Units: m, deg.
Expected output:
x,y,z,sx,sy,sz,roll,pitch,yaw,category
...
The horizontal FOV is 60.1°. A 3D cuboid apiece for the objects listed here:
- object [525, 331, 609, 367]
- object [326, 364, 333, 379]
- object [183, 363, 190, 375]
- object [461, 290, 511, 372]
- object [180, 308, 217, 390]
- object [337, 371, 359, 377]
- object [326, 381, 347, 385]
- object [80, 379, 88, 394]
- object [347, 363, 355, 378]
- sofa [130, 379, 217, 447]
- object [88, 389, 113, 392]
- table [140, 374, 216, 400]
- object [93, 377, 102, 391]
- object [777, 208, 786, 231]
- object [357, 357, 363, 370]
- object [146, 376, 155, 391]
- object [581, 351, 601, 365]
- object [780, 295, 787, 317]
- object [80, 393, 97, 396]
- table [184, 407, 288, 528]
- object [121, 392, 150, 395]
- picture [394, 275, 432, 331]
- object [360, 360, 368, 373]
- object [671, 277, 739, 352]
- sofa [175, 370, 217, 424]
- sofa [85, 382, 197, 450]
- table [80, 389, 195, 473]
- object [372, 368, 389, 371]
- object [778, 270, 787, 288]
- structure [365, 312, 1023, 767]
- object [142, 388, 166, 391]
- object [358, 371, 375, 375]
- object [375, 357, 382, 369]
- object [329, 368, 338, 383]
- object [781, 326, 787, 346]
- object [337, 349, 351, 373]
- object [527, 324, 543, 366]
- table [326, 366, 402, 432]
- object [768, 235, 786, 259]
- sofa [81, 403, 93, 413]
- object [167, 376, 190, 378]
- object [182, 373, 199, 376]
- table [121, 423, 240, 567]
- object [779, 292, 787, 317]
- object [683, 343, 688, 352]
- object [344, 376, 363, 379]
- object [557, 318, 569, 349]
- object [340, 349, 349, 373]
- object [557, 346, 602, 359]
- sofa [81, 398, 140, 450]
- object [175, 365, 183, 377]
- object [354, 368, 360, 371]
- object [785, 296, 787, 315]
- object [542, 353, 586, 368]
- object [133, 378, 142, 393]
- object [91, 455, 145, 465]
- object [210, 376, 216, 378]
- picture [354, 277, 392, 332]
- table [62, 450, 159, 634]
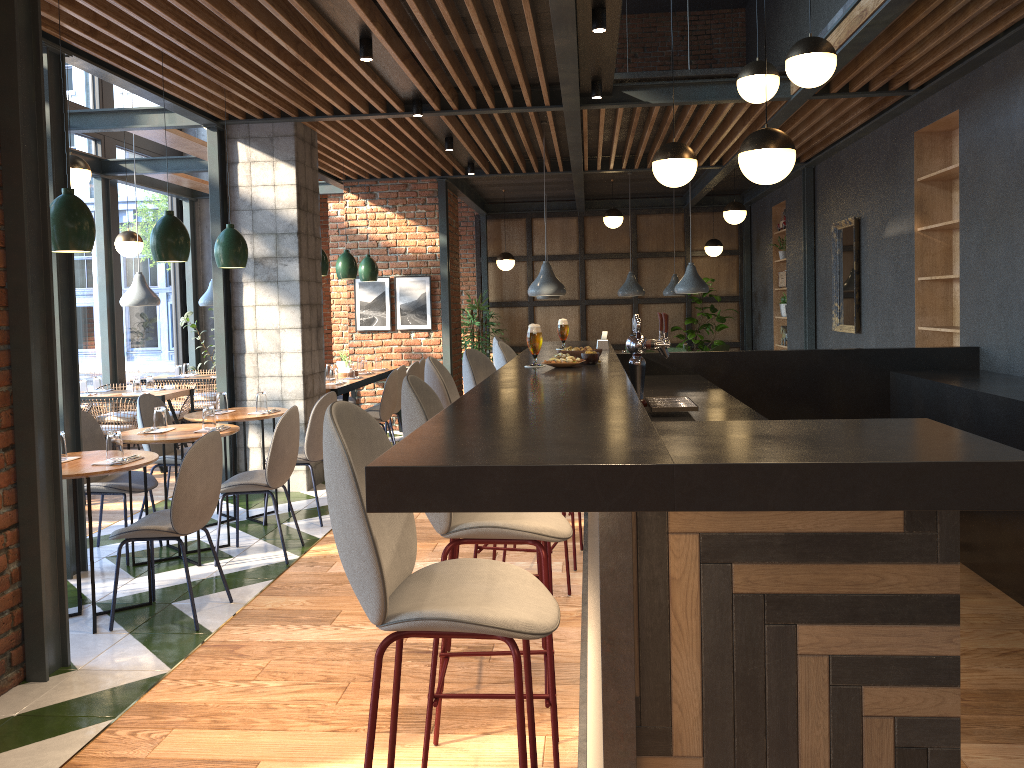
x,y,z,sx,sy,sz,roll,pitch,yaw,category
0.315,-0.195,4.511,0.322,0.106,1.514,-1,5,8,object
-1.787,-0.124,8.670,0.080,0.138,0.080,0,3,28,object
-3.853,-0.175,10.485,0.080,0.138,0.080,-3,3,-22,object
-0.515,-0.630,13.762,0.979,1.719,0.915,-3,3,-30,object
-3.687,-0.222,11.299,0.859,1.494,0.900,0,3,24,object
-1.684,-0.101,8.978,0.251,0.046,0.254,-3,5,-21,object
-1.611,-0.010,8.092,0.157,0.019,0.243,-1,5,5,object
-4.003,0.027,8.267,0.080,0.138,0.080,-3,3,-20,object
-1.581,-0.131,8.695,0.080,0.138,0.080,-3,4,-32,object
-3.648,0.301,9.761,1.091,0.731,0.472,-1,3,5,sofa
-3.993,0.063,8.605,0.242,0.019,0.158,-1,5,5,object
-3.599,0.263,10.322,1.271,0.704,0.660,-1,4,5,table
-4.017,0.000,8.580,0.080,0.138,0.080,-1,3,8,object
3.662,-2.181,11.755,0.204,0.284,0.518,-1,4,5,object
-1.680,-0.230,9.827,0.080,0.138,0.080,0,3,27,object
-3.485,-0.009,8.533,0.080,0.138,0.080,-3,3,-20,object
0.346,-0.116,3.882,0.078,0.060,0.108,0,5,13,object
3.721,-1.065,12.033,0.173,0.294,0.190,-3,3,-21,object
-4.012,0.095,8.248,0.242,0.019,0.158,-1,5,7,object
-1.894,0.572,6.157,0.699,0.745,0.701,0,4,15,table
-3.493,0.087,8.200,0.242,0.019,0.158,-1,5,4,object
-1.149,-0.941,10.304,0.430,0.630,0.015,-1,2,5,picture
-1.548,-0.182,9.262,0.080,0.138,0.080,-3,3,-22,object
2.922,-0.727,13.483,1.057,1.791,0.723,-1,3,15,object
-3.550,0.198,10.885,1.091,0.731,0.472,-1,3,5,sofa
-3.717,0.373,8.968,1.091,0.731,0.472,-1,3,5,sofa
-3.766,0.438,8.409,1.271,0.704,0.660,-1,4,5,table
-1.457,-0.165,9.787,0.157,0.019,0.243,-1,5,5,object
3.704,-1.403,11.832,0.199,0.241,0.341,-1,4,0,object
1.417,0.378,3.770,2.916,1.393,4.935,-1,5,5,structure
-3.460,0.054,8.556,0.242,0.019,0.158,-1,5,7,object
-1.525,-0.115,9.242,0.157,0.019,0.243,-1,5,5,object
-1.480,-0.233,9.807,0.080,0.138,0.080,-3,3,-22,object
-1.634,-0.078,8.112,0.080,0.138,0.080,0,3,28,object
3.690,-0.649,11.868,0.150,0.257,0.523,-1,5,5,object
-1.712,-0.221,9.022,0.146,0.276,0.146,-2,3,-14,object
0.098,-0.170,3.825,0.070,0.182,0.070,0,3,25,object
-1.692,0.302,9.018,0.658,0.764,2.781,-1,5,5,table
3.643,-1.832,11.850,0.174,0.328,0.538,-2,4,-16,object
-3.883,0.547,7.070,1.091,0.731,0.472,-1,3,5,sofa
-3.843,-0.081,10.175,0.242,0.019,0.158,-1,5,4,object
-3.829,-0.111,10.509,0.242,0.019,0.158,-1,5,5,object
-1.971,0.653,5.270,0.700,0.745,0.700,-5,5,-43,table
3.665,-1.062,11.822,0.213,0.329,0.233,-1,3,11,object
2.497,-0.518,12.771,0.080,0.138,0.080,-1,3,13,object
-1.558,-0.064,8.675,0.157,0.019,0.243,-1,5,5,object
0.302,-0.298,5.227,0.070,0.177,0.070,-1,3,9,object
-1.658,-0.215,8.907,0.115,0.281,0.128,-1,3,1,object
0.311,-0.137,4.051,0.168,0.072,0.168,1,5,25,object
-3.815,0.476,7.844,1.091,0.731,0.472,-1,3,5,sofa
-3.836,-0.149,10.195,0.080,0.138,0.080,1,4,37,object
-1.701,-0.165,9.852,0.157,0.019,0.243,-1,5,4,object
3.646,-1.050,11.583,0.143,0.349,0.144,0,3,22,object
0.234,-0.102,3.799,0.164,0.052,0.292,0,5,14,object
-3.481,0.018,8.220,0.080,0.138,0.080,-1,3,7,object
-1.879,0.362,4.213,0.157,0.019,0.243,-1,5,9,object
-3.332,-0.090,10.130,0.242,0.019,0.158,-1,5,5,object
-1.628,-0.933,10.346,0.430,0.630,0.015,-1,2,5,picture
-2.060,0.745,4.261,0.700,0.745,0.700,-4,5,-39,table
